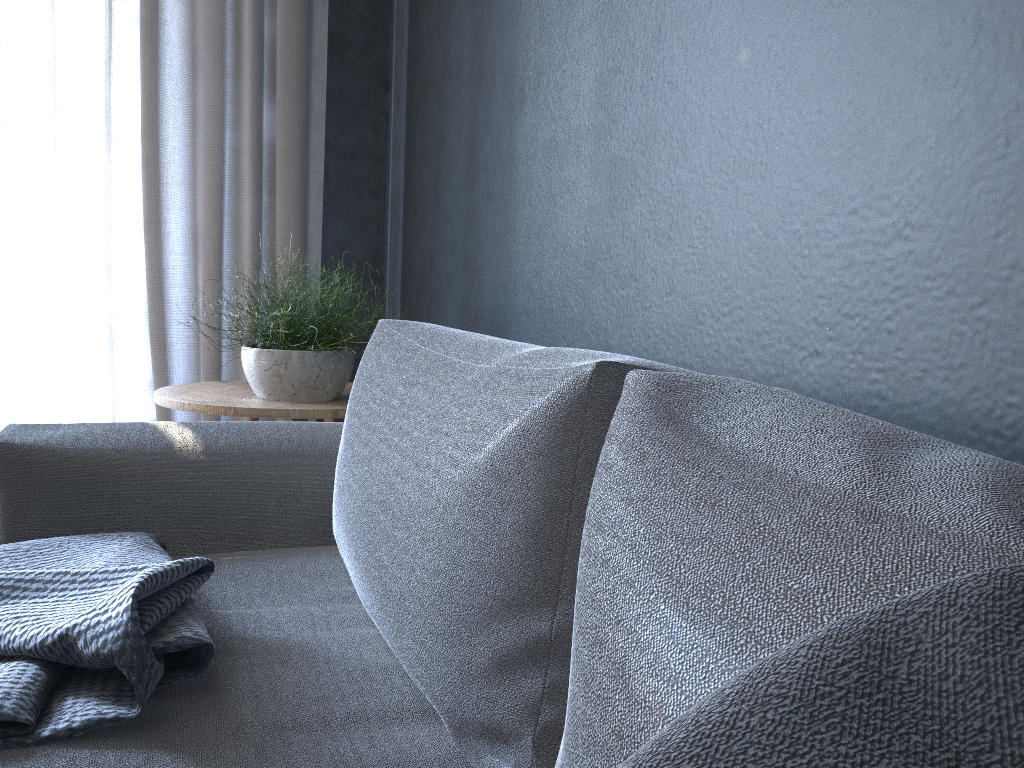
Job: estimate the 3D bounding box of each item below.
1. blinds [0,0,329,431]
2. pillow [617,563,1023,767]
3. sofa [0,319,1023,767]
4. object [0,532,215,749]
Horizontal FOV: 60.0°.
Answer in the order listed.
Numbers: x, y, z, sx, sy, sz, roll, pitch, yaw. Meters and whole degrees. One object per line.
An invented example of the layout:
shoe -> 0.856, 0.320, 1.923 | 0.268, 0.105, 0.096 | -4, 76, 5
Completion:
blinds -> -2.361, -0.858, 2.002 | 3.992, 2.793, 0.312 | 0, 7, -20
pillow -> 0.045, 0.260, 0.021 | 0.442, 0.362, 0.796 | 2, 5, -2
sofa -> -0.121, 0.375, 0.641 | 0.970, 0.799, 2.336 | 0, 6, -20
object -> -0.604, 0.337, 1.079 | 0.490, 0.330, 0.665 | 1, 6, -15
